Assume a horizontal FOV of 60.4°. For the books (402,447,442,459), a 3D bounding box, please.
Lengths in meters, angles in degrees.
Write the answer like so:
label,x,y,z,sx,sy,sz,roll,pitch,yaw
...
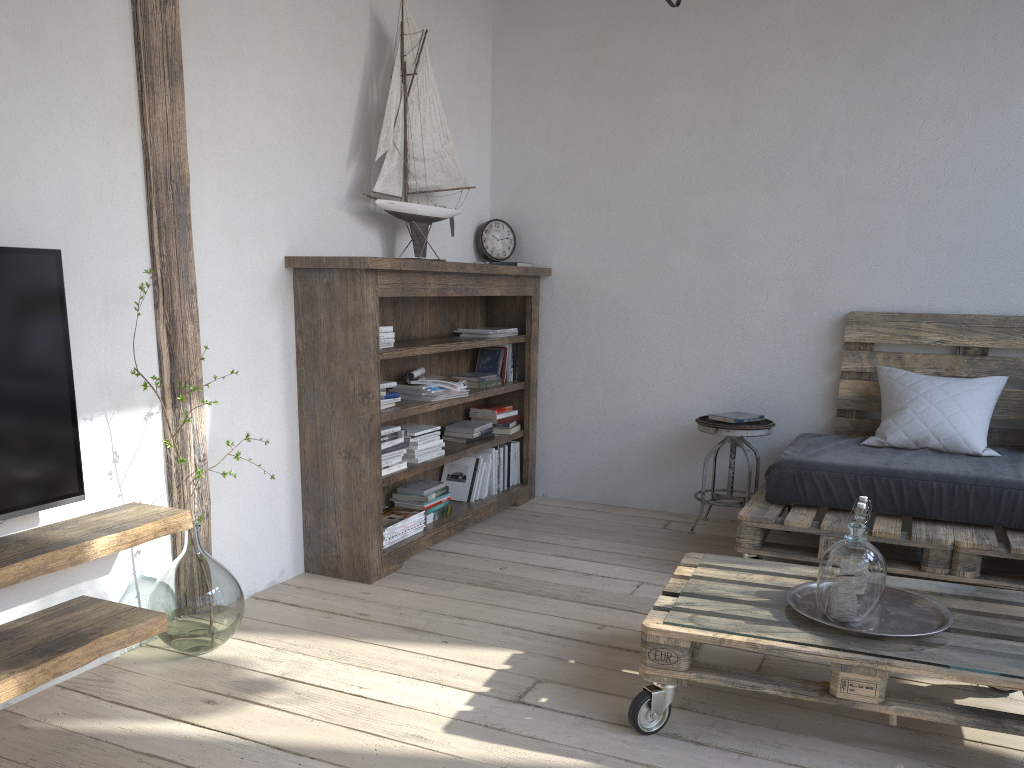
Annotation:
label,x,y,z,sx,sy,sz,roll,pitch,yaw
books,-0.418,0.281,3.702,0.156,0.017,0.215,4,7,24

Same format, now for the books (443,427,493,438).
label,x,y,z,sx,sy,sz,roll,pitch,yaw
books,-0.206,0.227,4.188,0.159,0.023,0.208,4,7,24

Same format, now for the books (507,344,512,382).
label,x,y,z,sx,sy,sz,roll,pitch,yaw
books,-0.065,-0.117,4.423,0.134,0.206,0.020,6,14,23

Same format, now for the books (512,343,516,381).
label,x,y,z,sx,sy,sz,roll,pitch,yaw
books,-0.042,-0.119,4.456,0.135,0.206,0.020,6,14,23

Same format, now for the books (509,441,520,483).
label,x,y,z,sx,sy,sz,roll,pitch,yaw
books,-0.034,0.400,4.549,0.156,0.226,0.035,6,14,23

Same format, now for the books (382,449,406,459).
label,x,y,z,sx,sy,sz,roll,pitch,yaw
books,-0.538,0.268,3.408,0.156,0.017,0.216,5,7,29

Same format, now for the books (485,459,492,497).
label,x,y,z,sx,sy,sz,roll,pitch,yaw
books,-0.172,0.448,4.261,0.139,0.188,0.064,6,13,24

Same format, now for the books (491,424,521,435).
label,x,y,z,sx,sy,sz,roll,pitch,yaw
books,-0.085,0.222,4.415,0.218,0.031,0.158,3,7,17

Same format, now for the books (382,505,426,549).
label,x,y,z,sx,sy,sz,roll,pitch,yaw
books,-0.522,0.570,3.550,0.237,0.090,0.311,4,8,24

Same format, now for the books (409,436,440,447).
label,x,y,z,sx,sy,sz,roll,pitch,yaw
books,-0.408,0.234,3.699,0.139,0.019,0.181,4,7,24

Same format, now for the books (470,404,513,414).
label,x,y,z,sx,sy,sz,roll,pitch,yaw
books,-0.103,0.124,4.416,0.142,0.020,0.198,4,7,24

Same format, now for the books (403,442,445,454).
label,x,y,z,sx,sy,sz,roll,pitch,yaw
books,-0.409,0.263,3.713,0.156,0.017,0.216,5,7,29

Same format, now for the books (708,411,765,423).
label,x,y,z,sx,sy,sz,roll,pitch,yaw
books,1.001,0.148,3.929,0.203,0.022,0.147,-4,8,-36

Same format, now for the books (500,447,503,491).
label,x,y,z,sx,sy,sz,roll,pitch,yaw
books,-0.120,0.418,4.378,0.157,0.225,0.021,6,14,23

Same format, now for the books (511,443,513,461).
label,x,y,z,sx,sy,sz,roll,pitch,yaw
books,-0.073,0.404,4.512,0.157,0.225,0.021,6,14,23

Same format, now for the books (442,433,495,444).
label,x,y,z,sx,sy,sz,roll,pitch,yaw
books,-0.208,0.251,4.187,0.151,0.024,0.225,5,8,33

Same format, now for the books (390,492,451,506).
label,x,y,z,sx,sy,sz,roll,pitch,yaw
books,-0.399,0.493,3.860,0.172,0.013,0.226,4,7,27

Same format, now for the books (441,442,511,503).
label,x,y,z,sx,sy,sz,roll,pitch,yaw
books,-0.177,0.412,4.302,0.200,0.254,0.404,6,10,25

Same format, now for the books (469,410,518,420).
label,x,y,z,sx,sy,sz,roll,pitch,yaw
books,-0.092,0.148,4.397,0.156,0.022,0.215,5,7,28

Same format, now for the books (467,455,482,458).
label,x,y,z,sx,sy,sz,roll,pitch,yaw
books,-0.240,0.441,4.202,0.156,0.211,0.105,6,13,24

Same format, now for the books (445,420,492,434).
label,x,y,z,sx,sy,sz,roll,pitch,yaw
books,-0.205,0.204,4.185,0.151,0.024,0.224,3,7,20

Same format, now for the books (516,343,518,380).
label,x,y,z,sx,sy,sz,roll,pitch,yaw
books,-0.038,-0.115,4.486,0.139,0.190,0.019,6,14,23

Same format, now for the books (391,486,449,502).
label,x,y,z,sx,sy,sz,roll,pitch,yaw
books,-0.400,0.474,3.855,0.174,0.026,0.217,3,7,19

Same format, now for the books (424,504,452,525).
label,x,y,z,sx,sy,sz,roll,pitch,yaw
books,-0.393,0.562,3.860,0.172,0.039,0.219,4,7,24

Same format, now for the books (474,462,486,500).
label,x,y,z,sx,sy,sz,roll,pitch,yaw
books,-0.205,0.457,4.203,0.139,0.179,0.092,6,13,24

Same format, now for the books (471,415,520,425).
label,x,y,z,sx,sy,sz,roll,pitch,yaw
books,-0.084,0.171,4.408,0.160,0.027,0.200,5,8,32

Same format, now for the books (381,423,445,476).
label,x,y,z,sx,sy,sz,roll,pitch,yaw
books,-0.490,0.248,3.568,0.205,0.155,0.539,5,8,24

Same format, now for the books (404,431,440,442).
label,x,y,z,sx,sy,sz,roll,pitch,yaw
books,-0.429,0.215,3.713,0.156,0.017,0.216,5,7,29

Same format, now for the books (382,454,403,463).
label,x,y,z,sx,sy,sz,roll,pitch,yaw
books,-0.548,0.284,3.427,0.156,0.017,0.215,4,7,24

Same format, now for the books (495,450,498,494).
label,x,y,z,sx,sy,sz,roll,pitch,yaw
books,-0.144,0.425,4.313,0.156,0.225,0.017,6,14,23

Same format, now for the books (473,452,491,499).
label,x,y,z,sx,sy,sz,roll,pitch,yaw
books,-0.190,0.436,4.229,0.156,0.217,0.088,6,13,24

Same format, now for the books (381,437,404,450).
label,x,y,z,sx,sy,sz,roll,pitch,yaw
books,-0.538,0.226,3.409,0.157,0.022,0.215,3,7,19

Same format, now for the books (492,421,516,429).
label,x,y,z,sx,sy,sz,roll,pitch,yaw
books,-0.093,0.196,4.405,0.204,0.022,0.147,3,7,13

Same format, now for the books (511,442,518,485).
label,x,y,z,sx,sy,sz,roll,pitch,yaw
books,-0.047,0.403,4.525,0.157,0.225,0.021,6,14,23

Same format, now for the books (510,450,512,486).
label,x,y,z,sx,sy,sz,roll,pitch,yaw
books,-0.065,0.424,4.490,0.139,0.190,0.018,6,14,23

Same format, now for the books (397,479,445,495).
label,x,y,z,sx,sy,sz,roll,pitch,yaw
books,-0.394,0.451,3.854,0.132,0.021,0.195,4,7,24

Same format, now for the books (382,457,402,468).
label,x,y,z,sx,sy,sz,roll,pitch,yaw
books,-0.554,0.303,3.429,0.157,0.022,0.215,4,7,24

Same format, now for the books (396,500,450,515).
label,x,y,z,sx,sy,sz,roll,pitch,yaw
books,-0.391,0.533,3.855,0.157,0.022,0.220,3,7,20

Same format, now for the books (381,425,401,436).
label,x,y,z,sx,sy,sz,roll,pitch,yaw
books,-0.536,0.179,3.390,0.139,0.019,0.181,4,7,24

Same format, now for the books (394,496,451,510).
label,x,y,z,sx,sy,sz,roll,pitch,yaw
books,-0.391,0.512,3.850,0.157,0.022,0.221,4,7,25

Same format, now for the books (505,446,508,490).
label,x,y,z,sx,sy,sz,roll,pitch,yaw
books,-0.098,0.414,4.412,0.156,0.225,0.017,6,14,23
